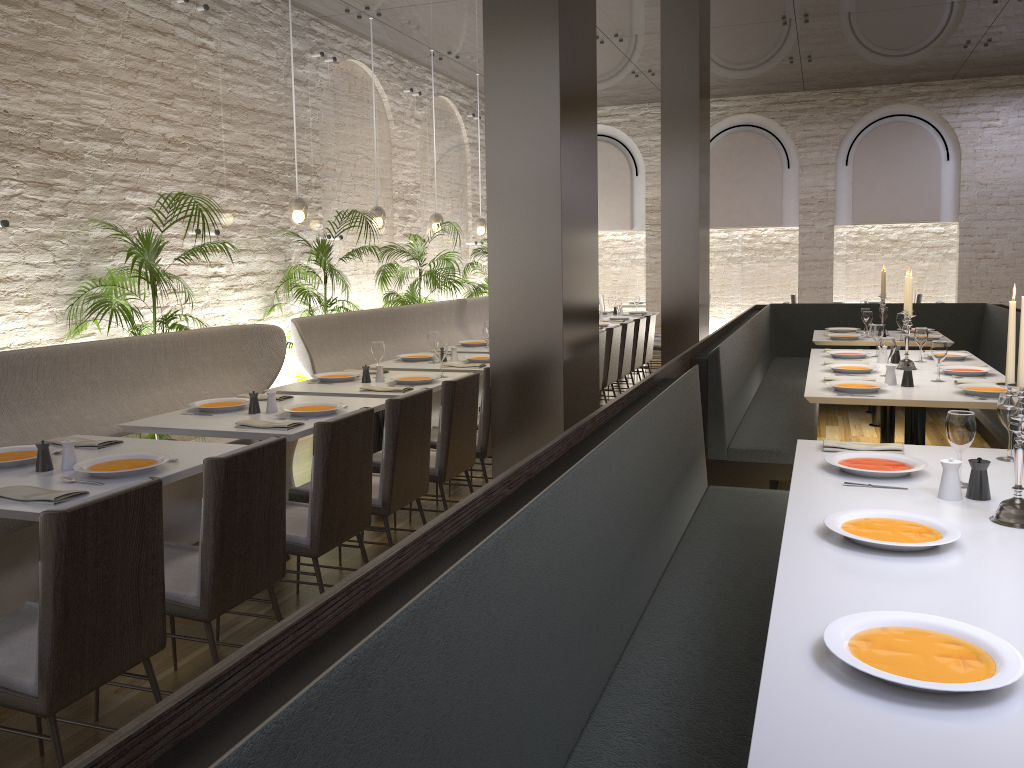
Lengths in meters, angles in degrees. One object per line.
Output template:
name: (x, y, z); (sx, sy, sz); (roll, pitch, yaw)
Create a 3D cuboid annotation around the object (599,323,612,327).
object: (0.937, -0.646, 9.725); (0.322, 0.036, 0.322); (-6, 9, -33)

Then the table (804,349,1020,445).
table: (2.454, 0.286, 5.616); (1.101, 0.757, 2.549); (1, 8, 19)

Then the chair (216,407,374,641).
chair: (-0.858, 0.557, 3.539); (0.566, 0.902, 0.413); (1, 6, 19)

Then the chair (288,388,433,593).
chair: (-0.670, 0.481, 4.070); (0.566, 0.902, 0.413); (1, 6, 19)

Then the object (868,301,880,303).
object: (5.496, -1.247, 13.517); (0.322, 0.036, 0.322); (-7, 9, -35)

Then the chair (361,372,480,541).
chair: (-0.473, 0.402, 4.627); (0.566, 0.902, 0.413); (1, 6, 19)

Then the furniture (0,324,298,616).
furniture: (-2.181, 0.425, 3.977); (0.709, 1.092, 4.495); (1, 8, 19)

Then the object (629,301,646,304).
object: (2.065, -1.350, 14.728); (0.322, 0.036, 0.322); (-7, 9, -35)

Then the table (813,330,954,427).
table: (3.302, -0.058, 8.015); (1.101, 0.757, 1.193); (1, 8, 19)

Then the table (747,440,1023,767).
table: (1.230, 0.781, 2.158); (1.101, 0.757, 2.549); (1, 8, 19)

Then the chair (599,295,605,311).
chair: (1.704, -1.040, 14.882); (0.566, 0.902, 0.413); (1, 6, 19)

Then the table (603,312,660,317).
table: (1.439, -0.563, 11.958); (0.936, 0.757, 1.015); (1, 7, 19)

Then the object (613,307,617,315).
object: (1.383, -0.985, 11.862); (0.059, 0.109, 0.059); (-5, 7, -35)

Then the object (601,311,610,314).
object: (1.175, -0.963, 12.011); (0.322, 0.036, 0.322); (-6, 9, -33)

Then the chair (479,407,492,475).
chair: (0.100, 0.170, 6.248); (0.566, 0.902, 0.413); (1, 6, 19)

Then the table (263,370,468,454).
table: (-0.837, 0.359, 5.521); (0.936, 0.757, 1.015); (1, 7, 19)

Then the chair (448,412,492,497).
chair: (-0.098, 0.250, 5.690); (0.566, 0.902, 0.413); (1, 6, 19)

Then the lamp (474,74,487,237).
lamp: (-0.415, -2.909, 11.308); (0.178, 2.033, 0.178); (-1, 5, -1)

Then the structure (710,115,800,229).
structure: (3.459, -3.179, 13.290); (1.634, 1.668, 0.098); (1, 6, 19)

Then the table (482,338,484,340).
table: (0.324, -0.111, 8.803); (0.936, 0.757, 1.015); (1, 7, 19)

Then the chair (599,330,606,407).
chair: (0.473, 0.019, 7.303); (0.566, 0.902, 0.413); (1, 6, 19)

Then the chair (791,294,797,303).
chair: (4.643, -0.952, 13.847); (0.566, 0.902, 0.413); (1, 6, 19)

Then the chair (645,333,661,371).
chair: (2.084, -0.634, 11.860); (0.566, 0.902, 0.413); (1, 6, 19)

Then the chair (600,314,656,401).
chair: (1.239, -0.292, 9.469); (0.566, 0.902, 0.413); (1, 6, 19)

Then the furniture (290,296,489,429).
furniture: (-0.641, -0.198, 8.332); (0.709, 1.092, 4.495); (1, 8, 19)

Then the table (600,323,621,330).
table: (0.695, -0.261, 9.852); (0.936, 0.757, 1.015); (1, 7, 19)

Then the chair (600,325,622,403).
chair: (0.669, -0.061, 7.859); (0.566, 0.902, 0.413); (1, 6, 19)

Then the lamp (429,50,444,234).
lamp: (-0.875, -2.723, 10.006); (0.178, 2.033, 0.178); (-1, 5, -1)

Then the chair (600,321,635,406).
chair: (0.858, -0.137, 8.392); (0.566, 0.902, 0.413); (1, 6, 19)

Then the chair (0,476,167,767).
chair: (-1.260, 0.720, 2.402); (0.566, 0.902, 0.413); (1, 6, 19)

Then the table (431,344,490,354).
table: (-0.065, 0.046, 7.704); (0.936, 0.757, 1.015); (1, 7, 19)

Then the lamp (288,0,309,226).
lamp: (-1.811, -2.344, 7.360); (0.178, 2.033, 0.178); (4, 7, 40)

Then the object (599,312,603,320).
object: (1.086, -0.836, 10.811); (0.059, 0.109, 0.059); (-5, 7, -35)

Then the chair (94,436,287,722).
chair: (-1.063, 0.640, 2.960); (0.566, 0.902, 0.413); (1, 6, 19)

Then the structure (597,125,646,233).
structure: (1.326, -3.243, 14.041); (1.634, 1.668, 0.098); (1, 6, 19)

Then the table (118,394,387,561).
table: (-1.213, 0.511, 4.458); (0.936, 0.757, 1.015); (1, 7, 19)

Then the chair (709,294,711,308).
chair: (2.942, -1.003, 14.446); (0.566, 0.902, 0.413); (1, 6, 19)

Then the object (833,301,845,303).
object: (4.990, -1.262, 13.698); (0.322, 0.036, 0.322); (-7, 9, -35)

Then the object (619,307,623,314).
object: (1.464, -0.990, 11.881); (0.059, 0.109, 0.059); (-5, 7, -35)

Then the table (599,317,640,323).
table: (1.061, -0.410, 10.888); (0.936, 0.757, 1.015); (1, 7, 19)

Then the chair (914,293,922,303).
chair: (5.880, -0.915, 13.412); (0.566, 0.902, 0.413); (1, 6, 19)

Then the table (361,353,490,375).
table: (-0.451, 0.202, 6.613); (0.936, 0.757, 1.015); (1, 7, 19)

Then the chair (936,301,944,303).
chair: (4.987, -0.553, 10.886); (0.566, 0.902, 0.413); (1, 6, 19)

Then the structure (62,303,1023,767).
structure: (1.947, 0.379, 4.120); (2.372, 0.996, 10.793); (2, 8, 19)

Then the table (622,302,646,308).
table: (2.329, -0.951, 14.675); (0.936, 0.757, 1.015); (1, 7, 19)

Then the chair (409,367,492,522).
chair: (-0.285, 0.325, 5.159); (0.566, 0.902, 0.413); (1, 6, 19)

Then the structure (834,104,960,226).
structure: (5.458, -3.119, 12.586); (1.634, 1.668, 0.098); (1, 6, 19)

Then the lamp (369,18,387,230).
lamp: (-1.345, -2.532, 8.676); (0.178, 2.033, 0.178); (-1, 5, 4)

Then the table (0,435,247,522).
table: (-1.628, 0.679, 3.284); (0.936, 0.757, 1.015); (1, 7, 19)

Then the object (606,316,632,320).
object: (1.303, -0.794, 10.760); (0.322, 0.036, 0.322); (-6, 9, -33)

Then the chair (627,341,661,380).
chair: (1.707, -0.481, 10.792); (0.566, 0.902, 0.413); (1, 6, 19)

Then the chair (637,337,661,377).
chair: (1.893, -0.556, 11.318); (0.566, 0.902, 0.413); (1, 6, 19)

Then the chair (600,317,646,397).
chair: (1.054, -0.217, 8.946); (0.566, 0.902, 0.413); (1, 6, 19)
